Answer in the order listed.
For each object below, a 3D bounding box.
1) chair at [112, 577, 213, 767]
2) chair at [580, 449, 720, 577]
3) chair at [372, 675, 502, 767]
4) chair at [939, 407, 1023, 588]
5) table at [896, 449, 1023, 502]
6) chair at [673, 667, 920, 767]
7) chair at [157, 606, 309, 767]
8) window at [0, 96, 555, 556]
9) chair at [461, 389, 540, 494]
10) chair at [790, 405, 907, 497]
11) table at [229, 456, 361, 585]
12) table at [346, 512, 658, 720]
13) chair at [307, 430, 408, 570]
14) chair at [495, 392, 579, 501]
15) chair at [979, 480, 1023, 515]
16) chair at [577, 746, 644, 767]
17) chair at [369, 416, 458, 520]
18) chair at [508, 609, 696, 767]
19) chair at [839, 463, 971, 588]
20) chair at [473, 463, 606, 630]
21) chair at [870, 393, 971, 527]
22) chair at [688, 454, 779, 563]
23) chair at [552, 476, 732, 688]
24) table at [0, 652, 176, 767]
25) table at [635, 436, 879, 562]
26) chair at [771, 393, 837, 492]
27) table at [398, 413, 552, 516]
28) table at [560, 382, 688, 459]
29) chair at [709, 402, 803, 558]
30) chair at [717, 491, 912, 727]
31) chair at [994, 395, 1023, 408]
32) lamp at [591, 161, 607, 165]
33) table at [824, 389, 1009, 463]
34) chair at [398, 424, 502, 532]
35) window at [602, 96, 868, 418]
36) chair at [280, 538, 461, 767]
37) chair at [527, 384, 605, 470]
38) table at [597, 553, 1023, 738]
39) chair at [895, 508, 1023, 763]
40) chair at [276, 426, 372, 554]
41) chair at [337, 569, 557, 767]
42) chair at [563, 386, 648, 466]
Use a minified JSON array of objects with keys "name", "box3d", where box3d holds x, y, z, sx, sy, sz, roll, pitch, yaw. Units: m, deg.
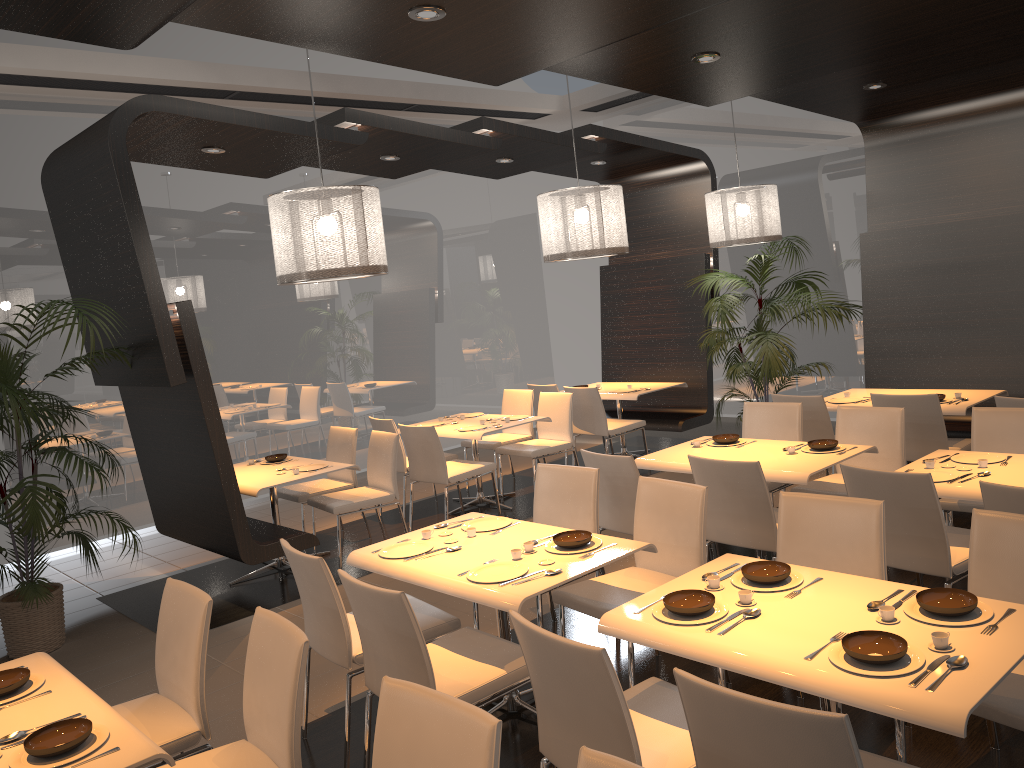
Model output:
[{"name":"chair","box3d":[-1.332,1.213,3.053,0.609,0.867,0.483,-9,4,-39]},{"name":"chair","box3d":[0.783,0.767,5.051,0.608,0.867,0.483,-8,3,-34]},{"name":"chair","box3d":[-0.319,1.222,1.940,0.609,0.872,0.482,-9,4,-44]},{"name":"chair","box3d":[2.628,0.603,4.700,0.609,0.872,0.482,-9,4,-44]},{"name":"table","box3d":[2.443,0.764,4.066,0.805,0.724,1.145,-10,6,-42]},{"name":"chair","box3d":[0.778,1.073,2.180,0.609,0.867,0.482,-9,4,-44]},{"name":"chair","box3d":[-0.890,1.212,2.608,0.608,0.867,0.483,-8,3,-34]},{"name":"window","box3d":[-1.912,-0.973,9.326,6.621,3.968,0.070,-11,4,-42]},{"name":"chair","box3d":[-0.094,0.525,8.247,0.609,0.872,0.483,-9,4,-39]},{"name":"chair","box3d":[2.032,0.608,5.243,0.609,0.867,0.483,-9,4,-39]},{"name":"table","box3d":[-1.701,0.976,6.376,0.805,0.724,1.145,-10,6,-42]},{"name":"table","box3d":[-0.035,1.064,3.826,0.805,0.724,1.145,-10,6,-42]},{"name":"chair","box3d":[-1.114,0.829,6.435,0.608,0.867,0.483,-8,3,-34]},{"name":"chair","box3d":[0.238,0.545,7.692,0.609,0.867,0.483,-9,4,-39]},{"name":"chair","box3d":[2.232,0.774,3.502,0.609,0.872,0.483,-9,4,-39]},{"name":"chair","box3d":[0.123,1.221,1.495,0.609,0.872,0.483,-9,4,-39]},{"name":"chair","box3d":[-0.842,0.674,7.610,0.608,0.867,0.483,-8,3,-34]},{"name":"chair","box3d":[0.382,1.069,2.629,0.608,0.867,0.483,-8,3,-34]},{"name":"chair","box3d":[1.886,0.757,4.023,0.608,0.872,0.483,-8,3,-34]},{"name":"chair","box3d":[0.150,0.900,4.460,0.609,0.867,0.482,-9,4,-44]},{"name":"chair","box3d":[2.783,0.451,5.959,0.609,0.872,0.482,-9,4,-44]},{"name":"chair","box3d":[1.303,0.760,4.600,0.609,0.872,0.483,-9,4,-39]},{"name":"chair","box3d":[0.561,0.916,3.899,0.608,0.872,0.483,-8,3,-34]},{"name":"table","box3d":[-1.526,1.371,2.492,0.805,0.724,1.145,-10,6,-42]},{"name":"table","box3d":[1.529,0.739,5.255,1.059,0.724,1.145,-10,6,-42]},{"name":"chair","box3d":[2.264,0.464,6.379,0.608,0.872,0.483,-8,3,-34]},{"name":"table","box3d":[-0.303,0.687,7.633,0.805,0.724,1.145,-10,6,-42]},{"name":"table","box3d":[1.100,0.397,8.902,0.805,0.724,1.145,-10,6,-42]},{"name":"chair","box3d":[1.621,0.594,5.805,0.609,0.867,0.482,-9,4,-44]},{"name":"chair","box3d":[1.119,0.916,3.326,0.609,0.872,0.482,-9,4,-44]},{"name":"chair","box3d":[3.286,0.464,5.296,0.608,0.867,0.483,-8,3,-34]},{"name":"lamp","box3d":[0.869,-2.237,8.880,0.161,0.055,0.162,-1,8,42]},{"name":"table","box3d":[2.917,0.453,6.499,0.805,0.724,1.145,-10,6,-42]},{"name":"chair","box3d":[-0.504,0.704,6.995,0.609,0.872,0.482,-9,4,-44]},{"name":"window","box3d":[3.506,-1.540,9.033,0.070,3.968,6.568,-8,5,-42]},{"name":"chair","box3d":[-0.598,1.056,3.768,0.608,0.867,0.483,-8,3,-34]},{"name":"chair","box3d":[0.542,0.390,8.839,0.609,0.867,0.483,-9,4,-39]},{"name":"table","box3d":[0.990,1.066,2.744,0.805,0.724,1.145,-10,6,-42]},{"name":"chair","box3d":[1.585,0.916,2.817,0.608,0.867,0.483,-8,3,-34]},{"name":"chair","box3d":[-1.506,0.821,6.936,0.609,0.872,0.483,-9,4,-39]},{"name":"chair","box3d":[-0.246,1.071,3.262,0.609,0.867,0.483,-9,4,-39]},{"name":"chair","box3d":[0.875,0.414,8.284,0.609,0.872,0.483,-9,4,-39]}]
